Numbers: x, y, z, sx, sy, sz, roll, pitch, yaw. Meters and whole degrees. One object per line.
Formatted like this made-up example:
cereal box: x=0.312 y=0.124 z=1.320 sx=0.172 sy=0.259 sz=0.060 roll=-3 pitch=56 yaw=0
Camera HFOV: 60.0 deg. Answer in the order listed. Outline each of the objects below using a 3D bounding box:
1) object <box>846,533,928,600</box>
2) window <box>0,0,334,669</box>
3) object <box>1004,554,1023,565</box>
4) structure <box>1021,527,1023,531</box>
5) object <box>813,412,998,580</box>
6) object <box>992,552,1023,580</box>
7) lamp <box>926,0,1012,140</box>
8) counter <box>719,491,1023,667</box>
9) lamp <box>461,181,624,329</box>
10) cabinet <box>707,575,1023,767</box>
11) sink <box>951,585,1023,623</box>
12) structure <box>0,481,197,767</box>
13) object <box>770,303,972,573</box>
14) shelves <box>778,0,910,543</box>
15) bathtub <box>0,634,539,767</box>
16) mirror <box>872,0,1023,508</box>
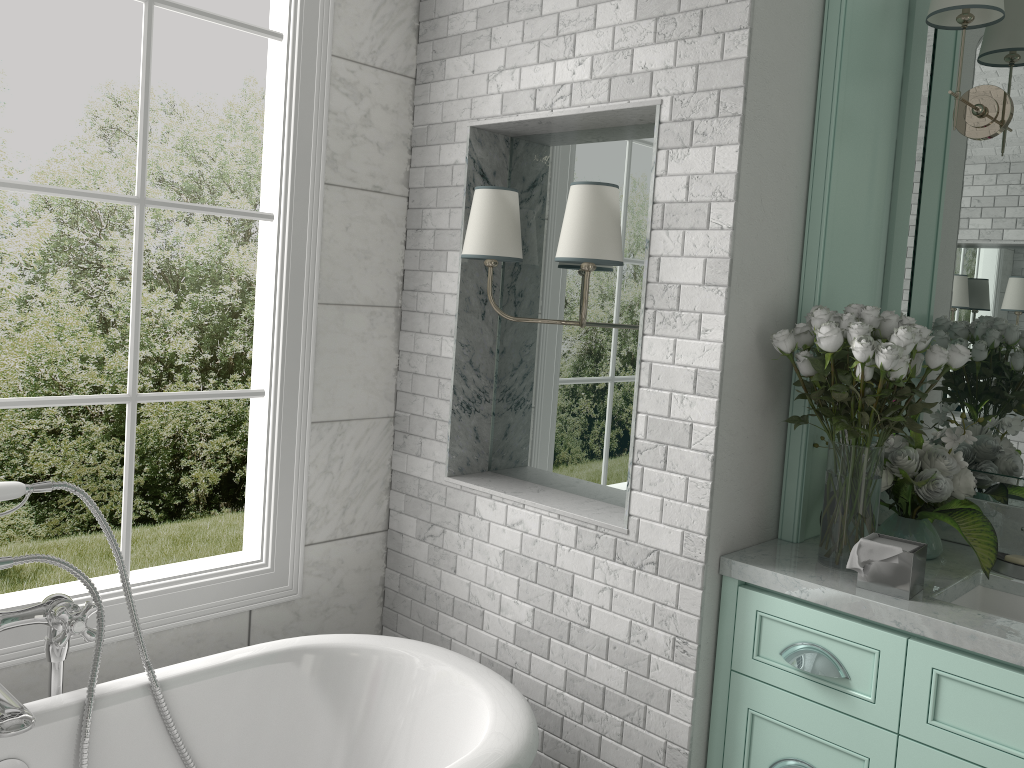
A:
object: x=0.851 y=0.410 z=2.020 sx=0.136 sy=0.112 sz=0.147 roll=8 pitch=6 yaw=39
window: x=-1.248 y=-0.470 z=2.059 sx=0.118 sy=2.317 sz=1.831 roll=7 pitch=6 yaw=43
object: x=1.267 y=0.438 z=2.198 sx=0.051 sy=0.022 sz=0.077 roll=1 pitch=6 yaw=-26
structure: x=1.323 y=0.424 z=2.154 sx=0.157 sy=0.121 sz=0.083 roll=7 pitch=5 yaw=27
object: x=1.064 y=0.254 z=2.329 sx=0.394 sy=0.401 sz=0.454 roll=-1 pitch=7 yaw=-45
object: x=1.258 y=0.456 z=2.217 sx=0.079 sy=0.035 sz=0.134 roll=1 pitch=7 yaw=-28
lamp: x=1.204 y=-0.902 z=2.327 sx=0.183 sy=0.486 sz=0.309 roll=7 pitch=6 yaw=42
counter: x=1.812 y=0.539 z=1.517 sx=2.815 sy=0.181 sz=0.824 roll=10 pitch=8 yaw=43
lamp: x=0.117 y=-0.358 z=2.515 sx=0.549 sy=0.382 sz=0.308 roll=9 pitch=7 yaw=43
cabinet: x=1.755 y=1.171 z=1.541 sx=2.806 sy=1.095 sz=0.863 roll=9 pitch=7 yaw=43
sink: x=1.271 y=0.579 z=1.904 sx=0.604 sy=0.079 sz=0.346 roll=10 pitch=8 yaw=43
structure: x=-1.031 y=0.869 z=1.977 sx=0.779 sy=1.282 sz=0.341 roll=1 pitch=5 yaw=-36
object: x=0.846 y=0.130 z=2.179 sx=0.391 sy=0.652 sz=0.357 roll=1 pitch=5 yaw=-35
shelves: x=1.962 y=-0.471 z=1.530 sx=2.817 sy=2.118 sz=0.465 roll=9 pitch=6 yaw=43
bathtub: x=-0.855 y=1.149 z=1.673 sx=0.944 sy=0.756 sz=2.166 roll=9 pitch=7 yaw=43
mirror: x=1.645 y=-0.595 z=2.105 sx=1.440 sy=1.928 sz=0.015 roll=8 pitch=5 yaw=43
